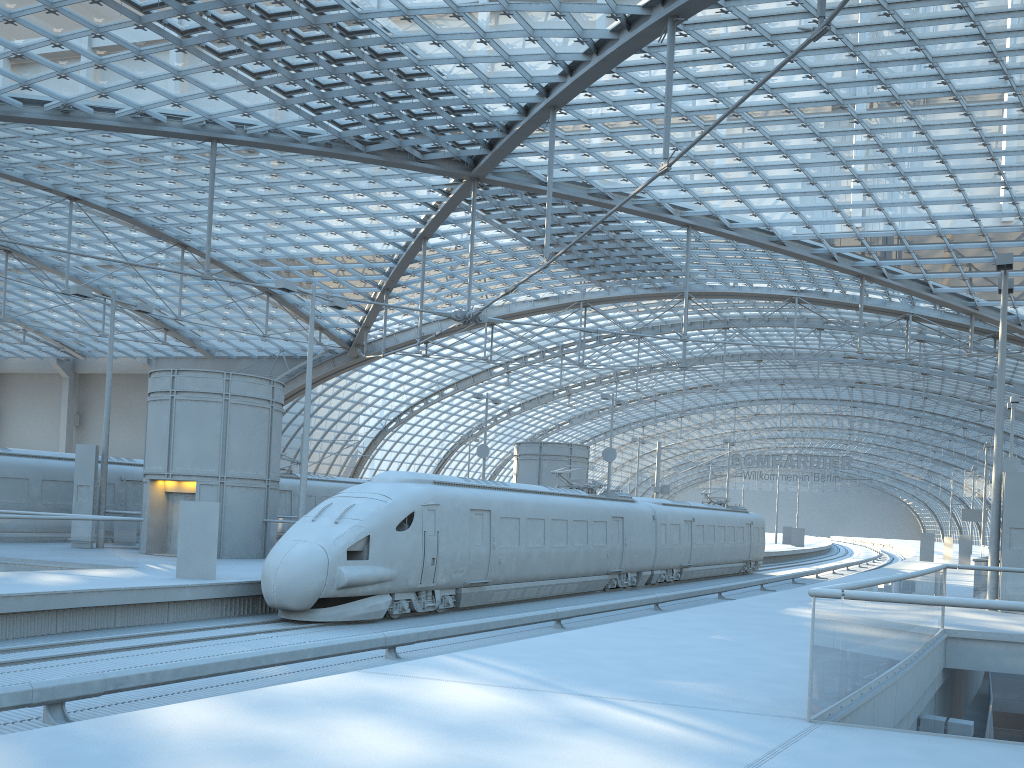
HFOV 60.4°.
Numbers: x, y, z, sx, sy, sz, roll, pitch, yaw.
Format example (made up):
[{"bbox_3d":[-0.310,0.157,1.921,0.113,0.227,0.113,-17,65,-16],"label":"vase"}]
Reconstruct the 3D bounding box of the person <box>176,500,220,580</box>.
[{"bbox_3d":[-6.721,3.370,18.844,0.875,1.703,0.001,3,-1,3],"label":"person"}]

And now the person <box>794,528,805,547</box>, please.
[{"bbox_3d":[25.399,13.585,77.535,0.826,1.730,0.001,2,-1,29],"label":"person"}]

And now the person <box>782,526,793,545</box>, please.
[{"bbox_3d":[26.759,14.771,85.658,0.899,1.796,0.001,2,-1,24],"label":"person"}]

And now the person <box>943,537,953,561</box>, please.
[{"bbox_3d":[28.943,10.950,58.305,0.001,1.609,0.809,3,-2,-16],"label":"person"}]

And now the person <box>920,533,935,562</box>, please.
[{"bbox_3d":[25.581,10.075,54.058,0.001,1.796,0.900,3,-2,-36],"label":"person"}]

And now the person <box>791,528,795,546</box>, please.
[{"bbox_3d":[26.271,14.140,81.109,0.874,1.703,0.001,1,-1,29],"label":"person"}]

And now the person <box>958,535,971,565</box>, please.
[{"bbox_3d":[26.603,9.772,51.708,0.068,1.805,0.782,3,-2,-29],"label":"person"}]
